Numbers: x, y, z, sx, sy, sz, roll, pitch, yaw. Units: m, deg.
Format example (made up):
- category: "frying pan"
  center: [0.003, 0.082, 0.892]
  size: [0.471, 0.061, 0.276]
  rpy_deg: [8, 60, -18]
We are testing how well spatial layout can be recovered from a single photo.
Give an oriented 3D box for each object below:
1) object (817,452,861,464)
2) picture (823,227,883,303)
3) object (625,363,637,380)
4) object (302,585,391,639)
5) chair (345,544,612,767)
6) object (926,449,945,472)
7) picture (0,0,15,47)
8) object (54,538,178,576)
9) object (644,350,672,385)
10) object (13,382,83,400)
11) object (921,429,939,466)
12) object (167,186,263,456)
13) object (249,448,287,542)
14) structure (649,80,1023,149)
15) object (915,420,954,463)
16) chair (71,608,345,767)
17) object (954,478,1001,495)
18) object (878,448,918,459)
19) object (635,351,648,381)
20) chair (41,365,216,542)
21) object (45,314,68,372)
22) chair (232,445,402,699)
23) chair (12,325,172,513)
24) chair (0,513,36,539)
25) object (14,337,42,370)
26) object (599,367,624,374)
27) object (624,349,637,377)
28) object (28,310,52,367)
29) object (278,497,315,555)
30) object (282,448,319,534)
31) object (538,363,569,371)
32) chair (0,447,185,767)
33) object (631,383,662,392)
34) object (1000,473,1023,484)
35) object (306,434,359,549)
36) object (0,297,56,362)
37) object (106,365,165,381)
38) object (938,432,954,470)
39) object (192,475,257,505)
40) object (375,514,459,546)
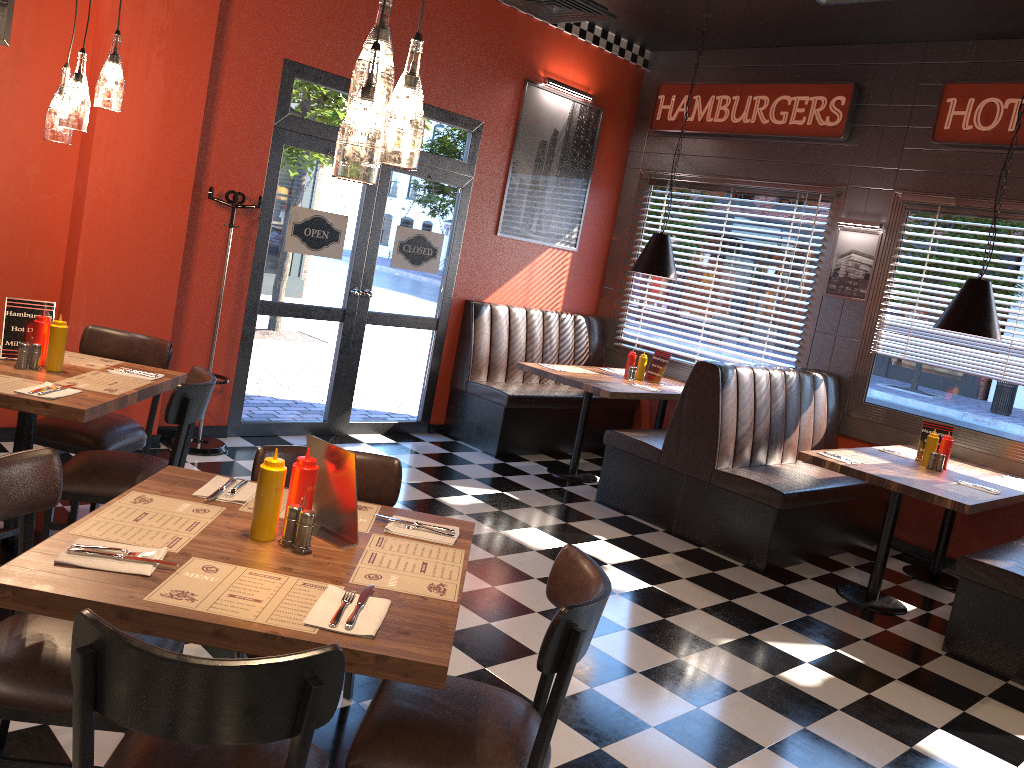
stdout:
- category: "object"
  center: [1.927, 0.433, 5.173]
  size: [0.157, 0.019, 0.257]
  rpy_deg: [4, 11, -39]
- category: "picture"
  center: [2.598, -0.913, 6.763]
  size: [0.012, 0.534, 0.353]
  rpy_deg: [5, 9, -45]
- category: "object"
  center: [0.962, -0.100, 7.098]
  size: [0.093, 0.135, 0.047]
  rpy_deg: [4, 9, -45]
- category: "object"
  center: [-0.355, 0.490, 1.961]
  size: [0.157, 0.019, 0.256]
  rpy_deg: [11, 8, 1]
- category: "chair"
  center: [-0.098, 0.853, 2.241]
  size: [0.545, 0.863, 0.488]
  rpy_deg: [11, 7, 4]
- category: "object"
  center: [2.599, 0.462, 5.421]
  size: [0.094, 0.135, 0.047]
  rpy_deg: [12, 7, 15]
- category: "picture"
  center: [-3.220, -2.276, 4.046]
  size: [1.767, 0.935, 0.023]
  rpy_deg: [3, 10, -45]
- category: "object"
  center: [-0.877, 0.386, 1.999]
  size: [0.255, 0.019, 0.158]
  rpy_deg: [10, 9, -7]
- category: "object"
  center: [1.188, -0.141, 7.231]
  size: [0.072, 0.256, 0.189]
  rpy_deg: [6, 8, -35]
- category: "object"
  center: [-1.739, 0.019, 3.352]
  size: [0.157, 0.019, 0.256]
  rpy_deg: [11, 8, 3]
- category: "object"
  center: [2.607, 0.396, 5.514]
  size: [0.068, 0.237, 0.068]
  rpy_deg: [14, 7, 28]
- category: "object"
  center: [-1.869, -0.396, 5.612]
  size: [0.374, 1.651, 0.377]
  rpy_deg: [8, 7, -23]
- category: "object"
  center: [-0.622, 0.280, 2.271]
  size: [0.068, 0.237, 0.068]
  rpy_deg: [6, 8, -40]
- category: "structure"
  center: [5.164, -1.201, 4.152]
  size: [0.119, 0.436, 11.338]
  rpy_deg: [4, 10, -45]
- category: "object"
  center: [2.717, 0.380, 5.693]
  size: [0.189, 0.256, 0.072]
  rpy_deg: [13, 6, 15]
- category: "chair"
  center: [-0.622, 0.825, 1.776]
  size: [0.486, 0.863, 0.547]
  rpy_deg: [10, 7, -6]
- category: "object"
  center: [2.661, 0.584, 5.087]
  size: [0.256, 0.019, 0.157]
  rpy_deg: [18, 11, 40]
- category: "object"
  center: [2.535, 0.456, 5.775]
  size: [0.157, 0.019, 0.257]
  rpy_deg: [2, 12, -46]
- category: "object"
  center: [1.053, -0.150, 7.183]
  size: [0.068, 0.237, 0.068]
  rpy_deg: [12, 6, 14]
- category: "chair"
  center: [-1.575, 0.356, 3.684]
  size: [0.543, 0.863, 0.489]
  rpy_deg: [9, 7, -13]
- category: "object"
  center: [-1.891, -0.173, 3.683]
  size: [0.068, 0.237, 0.068]
  rpy_deg: [16, 8, 41]
- category: "chair"
  center: [-0.607, 0.677, 2.770]
  size: [0.485, 0.863, 0.548]
  rpy_deg: [8, 7, -22]
- category: "chair"
  center: [-1.996, 0.190, 4.260]
  size: [0.487, 0.863, 0.546]
  rpy_deg: [12, 7, 9]
- category: "chair"
  center: [-2.093, 0.331, 3.207]
  size: [0.488, 0.863, 0.545]
  rpy_deg: [13, 7, 19]
- category: "object"
  center: [-1.977, -0.128, 3.631]
  size: [0.093, 0.135, 0.047]
  rpy_deg: [4, 9, -45]
- category: "object"
  center: [0.871, -0.107, 7.422]
  size: [0.256, 0.019, 0.157]
  rpy_deg: [18, 11, 40]
- category: "object"
  center: [0.968, -0.171, 7.217]
  size: [0.068, 0.237, 0.068]
  rpy_deg: [12, 6, 14]
- category: "object"
  center: [-1.976, -0.194, 3.716]
  size: [0.068, 0.237, 0.068]
  rpy_deg: [16, 8, 41]
- category: "object"
  center: [-0.539, 0.353, 2.246]
  size: [0.094, 0.135, 0.046]
  rpy_deg: [15, 8, 34]
- category: "object"
  center: [-0.555, 0.283, 2.336]
  size: [0.068, 0.237, 0.068]
  rpy_deg: [6, 8, -40]
- category: "object"
  center: [0.340, -0.129, 6.907]
  size: [0.157, 0.019, 0.257]
  rpy_deg: [2, 12, -44]
- category: "chair"
  center: [-1.142, 0.656, 2.243]
  size: [0.544, 0.863, 0.489]
  rpy_deg: [10, 7, -8]
- category: "object"
  center: [1.004, 0.022, 6.735]
  size: [0.257, 0.019, 0.157]
  rpy_deg: [19, 12, 43]
- category: "object"
  center: [3.218, 0.607, 5.624]
  size: [0.157, 0.019, 0.257]
  rpy_deg: [3, 12, -44]
- category: "object"
  center: [-0.482, 0.281, 2.374]
  size: [0.189, 0.256, 0.072]
  rpy_deg: [15, 8, 34]
- category: "object"
  center: [-2.060, -0.228, 3.772]
  size: [0.188, 0.256, 0.073]
  rpy_deg: [6, 8, -35]
- category: "object"
  center: [-1.677, -0.053, 3.904]
  size: [0.255, 0.019, 0.158]
  rpy_deg: [11, 8, 0]
- category: "object"
  center: [2.699, 0.413, 5.521]
  size: [0.068, 0.237, 0.068]
  rpy_deg: [14, 7, 28]
- category: "object"
  center: [-0.825, 0.309, 2.575]
  size: [0.157, 0.019, 0.256]
  rpy_deg: [11, 8, -1]
- category: "object"
  center: [-0.279, 0.413, 2.565]
  size: [0.255, 0.019, 0.158]
  rpy_deg: [11, 8, 3]
